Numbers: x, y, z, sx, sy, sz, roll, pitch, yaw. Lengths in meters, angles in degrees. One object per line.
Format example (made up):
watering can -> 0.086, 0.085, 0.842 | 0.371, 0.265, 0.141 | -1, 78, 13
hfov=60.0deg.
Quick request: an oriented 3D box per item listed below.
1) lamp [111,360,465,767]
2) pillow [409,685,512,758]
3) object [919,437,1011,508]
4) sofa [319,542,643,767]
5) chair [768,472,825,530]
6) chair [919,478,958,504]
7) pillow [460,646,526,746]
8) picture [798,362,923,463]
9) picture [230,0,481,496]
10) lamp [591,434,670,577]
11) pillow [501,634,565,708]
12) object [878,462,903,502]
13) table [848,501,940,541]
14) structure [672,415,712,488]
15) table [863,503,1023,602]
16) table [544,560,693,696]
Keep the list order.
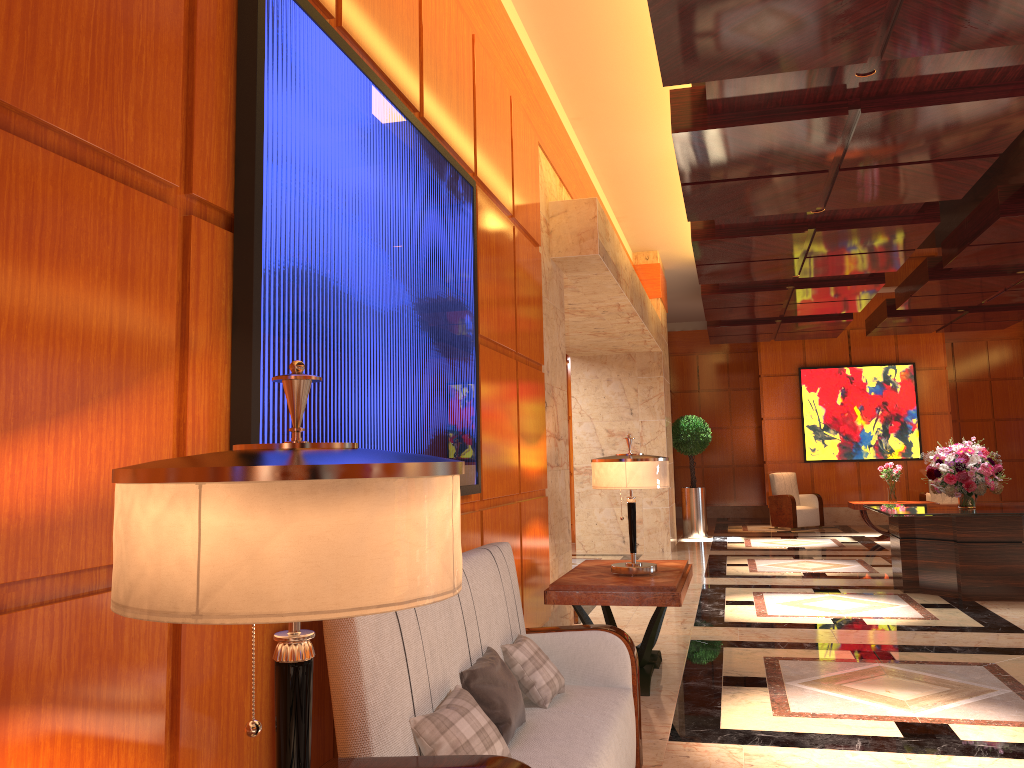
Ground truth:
lamp -> -0.288, 0.362, 1.177 | 0.458, 0.798, 0.456 | 2, -7, -24
pillow -> -0.134, 0.986, 2.428 | 0.195, 0.228, 0.343 | -3, -6, 19
object -> 4.223, 0.823, 8.278 | 0.649, 0.661, 0.677 | -2, -6, 5
sofa -> 0.015, 1.049, 2.853 | 0.612, 0.937, 1.792 | -3, -6, 14
chair -> 4.935, 2.031, 15.479 | 0.737, 0.965, 0.626 | 2, -7, -27
chair -> 7.300, 1.928, 14.915 | 0.736, 0.965, 0.627 | -5, -8, 32
pillow -> -0.058, 1.012, 2.855 | 0.160, 0.254, 0.356 | -2, -6, 10
picture -> 6.269, 0.523, 15.997 | 1.995, 1.745, 0.056 | -3, -7, 13
picture -> -0.419, -0.309, 3.133 | 0.056, 1.459, 1.988 | -3, -6, 14
lamp -> 0.700, 0.699, 5.181 | 0.458, 0.814, 0.457 | -4, -7, 23
pillow -> 0.082, 1.060, 3.276 | 0.202, 0.231, 0.272 | -3, -6, 16
object -> 5.690, 1.474, 13.297 | 0.350, 0.599, 0.326 | -6, -8, 33
table -> 5.681, 2.036, 13.200 | 1.167, 0.537, 0.722 | -3, -6, 13
structure -> 2.908, 1.341, 14.345 | 0.721, 1.721, 0.718 | 0, -7, -8
table -> 4.242, 1.525, 8.208 | 1.599, 0.748, 1.594 | -3, -6, 14
table -> 0.681, 1.417, 5.238 | 0.725, 0.609, 1.265 | -3, -6, 14
